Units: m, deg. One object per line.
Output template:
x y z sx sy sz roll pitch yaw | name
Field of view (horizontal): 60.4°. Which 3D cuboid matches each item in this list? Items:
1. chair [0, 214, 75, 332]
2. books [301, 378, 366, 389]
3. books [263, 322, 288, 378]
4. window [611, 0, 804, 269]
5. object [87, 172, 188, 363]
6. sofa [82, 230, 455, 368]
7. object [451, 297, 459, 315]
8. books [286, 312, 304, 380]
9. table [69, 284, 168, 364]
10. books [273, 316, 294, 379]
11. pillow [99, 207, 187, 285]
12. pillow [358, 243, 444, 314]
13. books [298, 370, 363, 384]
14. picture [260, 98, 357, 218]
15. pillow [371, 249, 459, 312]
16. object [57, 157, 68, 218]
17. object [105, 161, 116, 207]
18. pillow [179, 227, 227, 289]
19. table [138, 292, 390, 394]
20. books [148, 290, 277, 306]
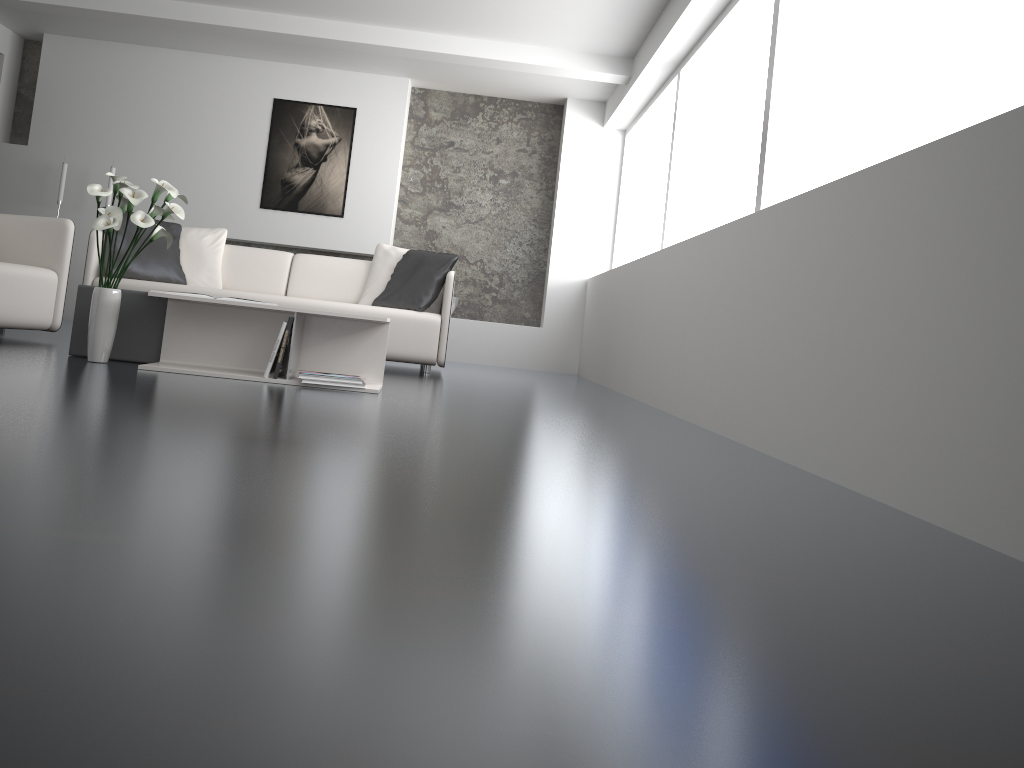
-2.933 -0.652 4.545 0.923 0.665 0.763 7 0 21 | chair
-0.753 -0.010 3.708 0.262 0.017 0.214 6 3 -13 | books
-0.982 -0.148 3.723 0.069 0.239 0.227 7 0 -5 | books
1.232 -1.363 4.031 0.110 1.433 8.052 6 3 -3 | window
-1.591 -0.478 3.663 0.376 0.801 0.447 7 -2 -20 | object
-1.528 -0.573 5.865 2.236 0.664 0.919 6 1 -5 | sofa
-0.603 -0.703 8.012 0.215 0.191 0.215 6 0 -9 | object
-0.923 -0.165 3.750 0.007 0.285 0.205 7 -1 -6 | books
-1.309 -0.225 4.049 1.256 0.316 0.298 6 0 -5 | table
-0.951 -0.157 3.729 0.050 0.264 0.233 7 -1 -6 | books
-2.346 -0.874 5.636 0.279 0.451 0.561 5 0 41 | pillow
-0.725 -0.706 6.061 0.587 0.510 0.297 6 -2 1 | pillow
-0.771 -0.030 3.725 0.262 0.017 0.228 6 3 -13 | books
-1.823 -2.026 7.891 0.745 1.010 0.004 6 -4 -3 | picture
-0.615 -0.683 5.808 0.555 0.438 0.330 7 0 42 | pillow
-3.915 -1.256 7.539 0.180 1.403 0.179 6 -3 -3 | object
-3.466 -1.202 7.458 0.180 1.403 0.179 6 -3 -3 | object
-2.218 -0.843 5.913 0.583 0.502 0.323 6 -1 -14 | pillow
-1.028 -0.177 3.755 0.967 0.316 0.298 6 0 -5 | table
-1.379 -0.400 4.053 0.545 0.017 0.360 5 4 -23 | books
